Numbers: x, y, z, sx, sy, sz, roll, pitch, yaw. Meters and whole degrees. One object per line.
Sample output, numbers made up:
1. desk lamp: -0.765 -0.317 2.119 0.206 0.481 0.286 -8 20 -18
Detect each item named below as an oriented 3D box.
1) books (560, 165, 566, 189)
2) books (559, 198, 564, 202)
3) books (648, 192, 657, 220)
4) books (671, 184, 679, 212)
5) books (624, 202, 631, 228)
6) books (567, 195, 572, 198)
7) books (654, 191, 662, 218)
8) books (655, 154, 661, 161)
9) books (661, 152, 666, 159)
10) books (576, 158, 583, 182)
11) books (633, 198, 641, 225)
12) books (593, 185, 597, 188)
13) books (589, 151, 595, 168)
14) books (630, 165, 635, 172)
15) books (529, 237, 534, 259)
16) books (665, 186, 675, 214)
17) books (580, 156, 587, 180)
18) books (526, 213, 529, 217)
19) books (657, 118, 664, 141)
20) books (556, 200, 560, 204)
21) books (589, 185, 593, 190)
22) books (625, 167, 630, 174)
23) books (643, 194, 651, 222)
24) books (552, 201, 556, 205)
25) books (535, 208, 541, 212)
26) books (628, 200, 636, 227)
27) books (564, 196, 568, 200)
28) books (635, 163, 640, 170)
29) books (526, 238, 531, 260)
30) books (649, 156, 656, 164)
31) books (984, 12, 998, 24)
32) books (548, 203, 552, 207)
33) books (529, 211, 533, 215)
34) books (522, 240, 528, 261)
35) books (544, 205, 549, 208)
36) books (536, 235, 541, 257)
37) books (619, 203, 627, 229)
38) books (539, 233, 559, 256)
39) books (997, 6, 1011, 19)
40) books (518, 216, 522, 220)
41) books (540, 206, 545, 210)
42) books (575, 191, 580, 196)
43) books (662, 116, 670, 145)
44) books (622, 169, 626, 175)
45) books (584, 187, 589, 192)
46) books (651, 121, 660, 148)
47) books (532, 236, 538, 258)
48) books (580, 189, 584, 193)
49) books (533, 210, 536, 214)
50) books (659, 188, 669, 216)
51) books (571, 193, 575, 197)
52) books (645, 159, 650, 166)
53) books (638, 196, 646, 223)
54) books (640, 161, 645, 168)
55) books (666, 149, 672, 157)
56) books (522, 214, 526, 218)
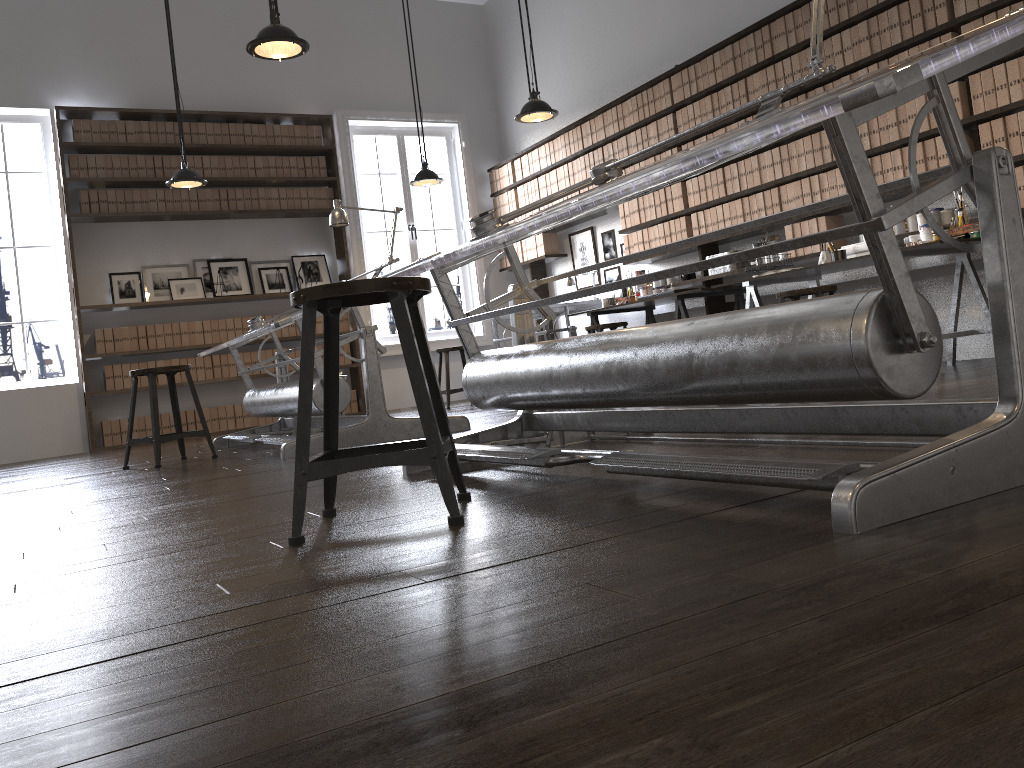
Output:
1. books: 0.556 -1.955 8.405 0.175 0.226 0.066 -7 -1 -29
2. books: 0.553 -1.679 8.455 0.175 0.226 0.066 -7 -1 -29
3. books: 1.222 -1.463 7.297 0.175 0.226 0.066 -7 -1 -29
4. books: 1.366 -1.475 7.040 0.175 0.226 0.066 -7 -1 -29
5. books: 1.060 -1.449 7.593 0.175 0.226 0.066 -7 -1 -29
6. books: 0.622 -1.685 8.339 0.175 0.226 0.066 -7 -1 -29
7. books: 1.260 -1.466 7.237 0.175 0.226 0.066 -7 -1 -29
8. books: 1.261 -1.744 7.182 0.175 0.226 0.066 -7 -1 -29
9. books: 1.295 -1.747 7.120 0.175 0.226 0.066 -7 -1 -29
10. books: 0.692 -1.966 8.158 0.175 0.226 0.066 -7 -1 -29
11. books: 1.120 -1.454 7.479 0.175 0.226 0.066 -7 -1 -29
12. books: 0.829 -1.702 7.967 0.175 0.226 0.066 -7 -1 -29
13. books: 0.792 -1.975 7.977 0.175 0.226 0.066 -7 -1 -29
14. books: 1.097 -1.731 7.478 0.175 0.226 0.066 -7 -1 -29
15. books: 0.272 -1.385 9.026 0.175 0.226 0.066 -7 -1 -29
16. books: 1.332 -1.472 7.107 0.175 0.226 0.066 -7 -1 -29
17. books: 0.723 -1.969 8.094 0.175 0.226 0.066 -7 -1 -29
18. books: 0.240 -1.660 9.036 0.175 0.226 0.066 -7 -1 -29
19. books: 1.266 -2.014 7.119 0.175 0.226 0.066 -7 -1 -29
20. books: 0.521 -1.676 8.520 0.175 0.226 0.066 -7 -1 -29
21. books: 0.795 -1.699 8.029 0.175 0.226 0.066 -7 -1 -29
22. books: 1.065 -1.728 7.540 0.175 0.226 0.066 -7 -1 -29
23. books: 1.191 -1.460 7.361 0.175 0.226 0.066 -7 -1 -29
24. books: 0.491 -1.674 8.583 0.175 0.226 0.066 -7 -1 -29
25. books: 0.334 -1.668 8.851 0.175 0.226 0.066 -7 -1 -29
26. books: 1.092 -1.452 7.539 0.175 0.226 0.066 -7 -1 -29
27. books: 0.587 -1.682 8.392 0.175 0.226 0.066 -7 -1 -29
28. books: 1.127 -1.733 7.415 0.175 0.226 0.066 -7 -1 -29
29. books: 0.240 -1.382 9.080 0.175 0.226 0.066 -7 -1 -29
30. books: 1.223 -1.741 7.238 0.175 0.226 0.066 -7 -1 -29
31. books: 2.612 -1.854 4.719 0.175 0.226 0.066 -7 -1 -29
32. books: 0.455 -1.671 8.643 0.175 0.226 0.066 -7 -1 -29
33. books: 0.272 -1.663 8.974 0.175 0.226 0.066 -7 -1 -29
34. books: 0.204 -1.379 9.142 0.175 0.226 0.066 -7 -1 -29
35. books: 0.418 -1.668 8.702 0.175 0.226 0.066 -7 -1 -29
36. books: 0.339 -1.390 8.908 0.175 0.226 0.066 -7 -1 -29
37. books: 1.023 -1.446 7.655 0.175 0.226 0.066 -7 -1 -29
38. books: 0.371 -1.393 8.846 0.175 0.226 0.066 -7 -1 -29
39. books: 2.650 -1.857 4.657 0.175 0.226 0.066 -7 -1 -29
40. books: 0.165 -1.654 9.156 0.175 0.226 0.066 -7 -1 -29
41. books: 0.380 -1.665 8.775 0.175 0.226 0.066 -7 -1 -29
42. books: 0.686 -1.690 8.216 0.175 0.226 0.066 -7 -1 -29
43. books: 1.295 -2.016 7.064 0.175 0.226 0.066 -7 -1 -29
44. books: 1.028 -1.725 7.599 0.175 0.226 0.066 -7 -1 -29
45. books: 0.757 -1.696 8.089 0.175 0.226 0.066 -7 -1 -29
46. books: 1.230 -2.010 7.175 0.175 0.226 0.066 -7 -1 -29
47. books: 0.300 -1.387 8.966 0.175 0.226 0.066 -7 -1 -29
48. books: 0.727 -1.693 8.153 0.175 0.226 0.066 -7 -1 -29
49. books: 0.307 -1.666 8.908 0.175 0.226 0.066 -7 -1 -29
50. books: 1.291 -1.468 7.169 0.175 0.226 0.066 -7 -1 -29
51. books: 0.655 -1.687 8.283 0.175 0.226 0.066 -7 -1 -29
52. books: 1.195 -1.739 7.299 0.175 0.226 0.066 -7 -1 -29
53. books: 1.157 -1.458 7.423 0.175 0.226 0.066 -7 -1 -29
54. books: 1.164 -1.736 7.353 0.175 0.226 0.066 -7 -1 -29
55. books: 1.326 -1.749 7.056 0.175 0.226 0.066 -7 -1 -29
56. books: 0.203 -1.657 9.095 0.175 0.226 0.066 -7 -1 -29
